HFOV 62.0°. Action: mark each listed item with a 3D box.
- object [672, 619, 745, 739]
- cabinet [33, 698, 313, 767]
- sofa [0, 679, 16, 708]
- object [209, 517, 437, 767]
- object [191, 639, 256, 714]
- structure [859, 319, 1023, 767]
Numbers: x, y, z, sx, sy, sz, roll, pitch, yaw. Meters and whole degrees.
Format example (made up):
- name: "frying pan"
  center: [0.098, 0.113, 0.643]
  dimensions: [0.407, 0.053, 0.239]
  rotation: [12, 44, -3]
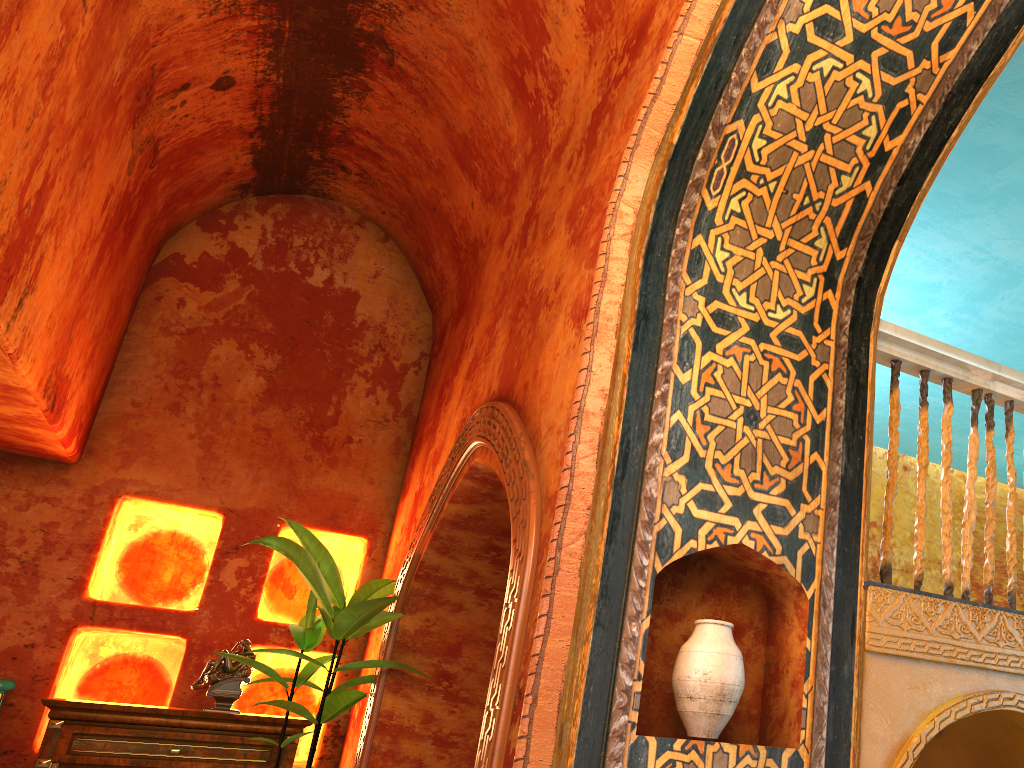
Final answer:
- name: "object"
  center: [0.674, 1.011, 2.922]
  dimensions: [0.259, 0.380, 0.248]
  rotation: [10, -20, -3]
- name: "cabinet"
  center: [-2.172, 2.650, 5.215]
  dimensions: [1.609, 1.244, 0.566]
  rotation: [16, -20, -22]
- name: "sofa"
  center: [-4.171, 1.947, 3.961]
  dimensions: [2.719, 1.355, 1.078]
  rotation: [15, -21, -22]
- name: "object"
  center: [-1.120, 2.070, 5.059]
  dimensions: [1.215, 2.396, 1.203]
  rotation: [7, -19, 4]
- name: "object"
  center: [-1.888, 1.898, 5.575]
  dimensions: [0.370, 0.464, 0.159]
  rotation: [16, -20, -20]
- name: "structure"
  center: [3.786, 2.172, 5.100]
  dimensions: [6.437, 3.108, 1.656]
  rotation: [15, -20, -23]
